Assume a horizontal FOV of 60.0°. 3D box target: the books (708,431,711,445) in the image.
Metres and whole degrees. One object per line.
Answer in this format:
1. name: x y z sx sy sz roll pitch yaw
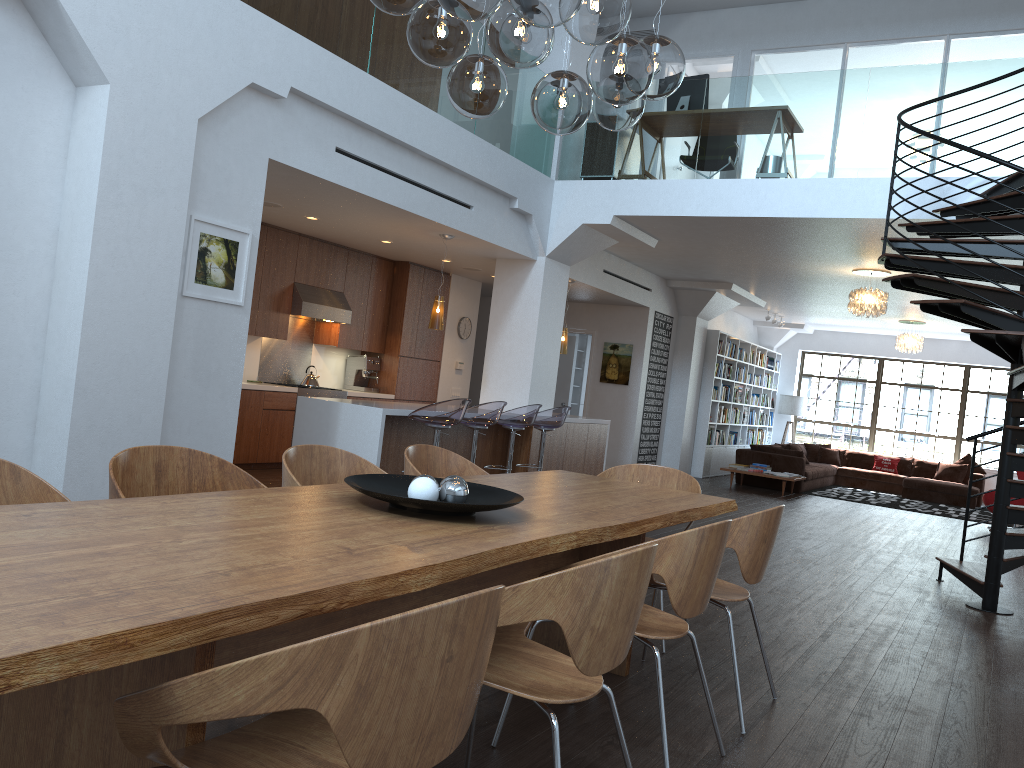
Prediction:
1. books: 3.166 0.878 14.599 0.174 0.240 0.054 7 0 29

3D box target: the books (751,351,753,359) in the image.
1. books: 4.387 -0.497 16.475 0.160 0.251 0.031 7 0 29

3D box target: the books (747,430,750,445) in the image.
1. books: 4.387 0.995 16.796 0.198 0.284 0.066 7 0 29

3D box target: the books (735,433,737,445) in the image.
1. books: 3.990 0.991 16.074 0.146 0.202 0.027 7 0 29

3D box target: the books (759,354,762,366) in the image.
1. books: 4.687 -0.461 17.001 0.171 0.246 0.057 7 0 29

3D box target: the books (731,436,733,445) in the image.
1. books: 3.881 0.995 15.875 0.122 0.169 0.023 7 0 29

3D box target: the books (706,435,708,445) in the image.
1. books: 3.121 0.868 14.539 0.160 0.251 0.031 7 0 29

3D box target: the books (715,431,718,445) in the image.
1. books: 3.371 0.906 14.989 0.176 0.231 0.053 7 0 29

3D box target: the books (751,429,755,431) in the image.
1. books: 4.580 1.014 17.127 0.176 0.290 0.036 7 0 29

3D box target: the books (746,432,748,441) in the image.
1. books: 4.328 1.011 16.691 0.174 0.240 0.045 7 0 29

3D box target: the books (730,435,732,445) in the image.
1. books: 3.847 0.993 15.811 0.120 0.167 0.020 7 0 29

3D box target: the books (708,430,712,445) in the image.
1. books: 3.212 0.877 14.702 0.183 0.253 0.042 7 0 29

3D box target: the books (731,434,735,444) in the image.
1. books: 3.921 0.989 15.950 0.139 0.191 0.036 7 0 29

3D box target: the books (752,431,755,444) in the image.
1. books: 4.568 1.031 17.092 0.183 0.253 0.034 7 0 29

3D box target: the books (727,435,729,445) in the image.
1. books: 3.741 0.966 15.639 0.136 0.196 0.045 7 0 29

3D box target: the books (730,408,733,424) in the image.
1. books: 3.762 0.543 15.599 0.198 0.284 0.066 7 0 29

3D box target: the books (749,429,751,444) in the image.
1. books: 4.449 0.999 16.888 0.176 0.290 0.053 7 0 29

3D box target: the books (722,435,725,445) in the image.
1. books: 3.590 0.929 15.371 0.174 0.236 0.142 7 0 29

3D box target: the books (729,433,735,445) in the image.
1. books: 3.933 0.985 15.981 0.146 0.202 0.027 7 0 29

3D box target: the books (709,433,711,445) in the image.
1. books: 3.205 0.891 14.663 0.161 0.223 0.032 7 0 29

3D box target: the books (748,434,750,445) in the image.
1. books: 4.420 1.016 16.829 0.160 0.250 0.026 7 0 29

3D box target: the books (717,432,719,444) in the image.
1. books: 3.416 0.924 15.049 0.161 0.223 0.030 7 0 29

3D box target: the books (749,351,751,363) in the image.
1. books: 4.282 -0.511 16.279 0.183 0.253 0.042 7 0 29

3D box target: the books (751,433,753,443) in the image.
1. books: 4.528 1.042 17.029 0.161 0.223 0.027 7 0 29

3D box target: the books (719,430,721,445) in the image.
1. books: 3.484 0.909 15.184 0.160 0.251 0.039 7 0 29

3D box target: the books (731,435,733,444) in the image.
1. books: 3.878 0.996 15.852 0.107 0.167 0.017 7 0 29

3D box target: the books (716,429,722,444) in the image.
1. books: 3.502 0.907 15.220 0.180 0.259 0.042 7 0 29

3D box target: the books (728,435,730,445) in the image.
1. books: 3.780 0.979 15.703 0.128 0.178 0.021 7 0 29

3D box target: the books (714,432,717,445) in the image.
1. books: 3.358 0.909 14.946 0.161 0.223 0.032 7 0 29

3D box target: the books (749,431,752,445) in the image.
1. books: 4.468 1.020 16.925 0.183 0.253 0.034 7 0 29

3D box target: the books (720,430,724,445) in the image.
1. books: 3.548 0.915 15.292 0.183 0.253 0.042 7 0 29

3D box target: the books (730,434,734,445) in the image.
1. books: 3.908 0.994 15.923 0.128 0.178 0.021 7 0 29

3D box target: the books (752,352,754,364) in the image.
1. books: 4.408 -0.481 16.498 0.161 0.223 0.032 7 0 29

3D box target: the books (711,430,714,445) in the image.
1. books: 3.253 0.882 14.773 0.180 0.251 0.048 7 0 29

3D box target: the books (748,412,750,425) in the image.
1. books: 4.371 0.627 16.666 0.182 0.255 0.077 7 0 29

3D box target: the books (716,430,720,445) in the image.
1. books: 3.428 0.900 15.086 0.183 0.253 0.042 7 0 29

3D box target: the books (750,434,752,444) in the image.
1. books: 4.488 1.022 16.953 0.183 0.253 0.034 7 0 29

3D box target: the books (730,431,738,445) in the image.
1. books: 4.030 0.981 16.150 0.140 0.231 0.042 7 0 29

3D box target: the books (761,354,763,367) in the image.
1. books: 4.726 -0.461 17.074 0.183 0.253 0.034 7 0 29

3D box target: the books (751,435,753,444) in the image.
1. books: 4.539 1.035 17.063 0.174 0.240 0.045 7 0 29

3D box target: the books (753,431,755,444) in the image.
1. books: 4.602 1.032 17.168 0.180 0.259 0.060 7 0 29

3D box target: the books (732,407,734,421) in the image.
1. books: 3.823 0.547 15.692 0.176 0.290 0.053 7 0 29

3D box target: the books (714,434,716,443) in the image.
1. books: 3.337 0.892 14.924 0.160 0.251 0.031 7 0 29

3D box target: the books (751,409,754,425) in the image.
1. books: 4.541 0.629 16.979 0.176 0.293 0.125 7 0 29

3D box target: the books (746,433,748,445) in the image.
1. books: 4.353 1.022 16.717 0.161 0.223 0.026 7 0 29

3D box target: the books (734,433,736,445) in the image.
1. books: 3.954 0.987 16.000 0.146 0.202 0.027 7 0 29

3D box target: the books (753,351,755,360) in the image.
1. books: 4.422 -0.493 16.531 0.160 0.251 0.039 7 0 29

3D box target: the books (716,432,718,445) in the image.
1. books: 3.398 0.913 15.024 0.161 0.223 0.033 7 0 29

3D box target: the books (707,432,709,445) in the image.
1. books: 3.143 0.884 14.562 0.161 0.223 0.032 7 0 29

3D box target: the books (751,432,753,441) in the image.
1. books: 4.507 1.028 16.993 0.171 0.246 0.057 7 0 29

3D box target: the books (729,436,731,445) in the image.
1. books: 3.830 0.998 15.777 0.110 0.153 0.019 7 0 29

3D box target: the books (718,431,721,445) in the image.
1. books: 3.467 0.909 15.148 0.171 0.246 0.039 7 0 29

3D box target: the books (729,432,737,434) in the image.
1. books: 3.994 0.989 16.117 0.144 0.207 0.048 7 0 29
